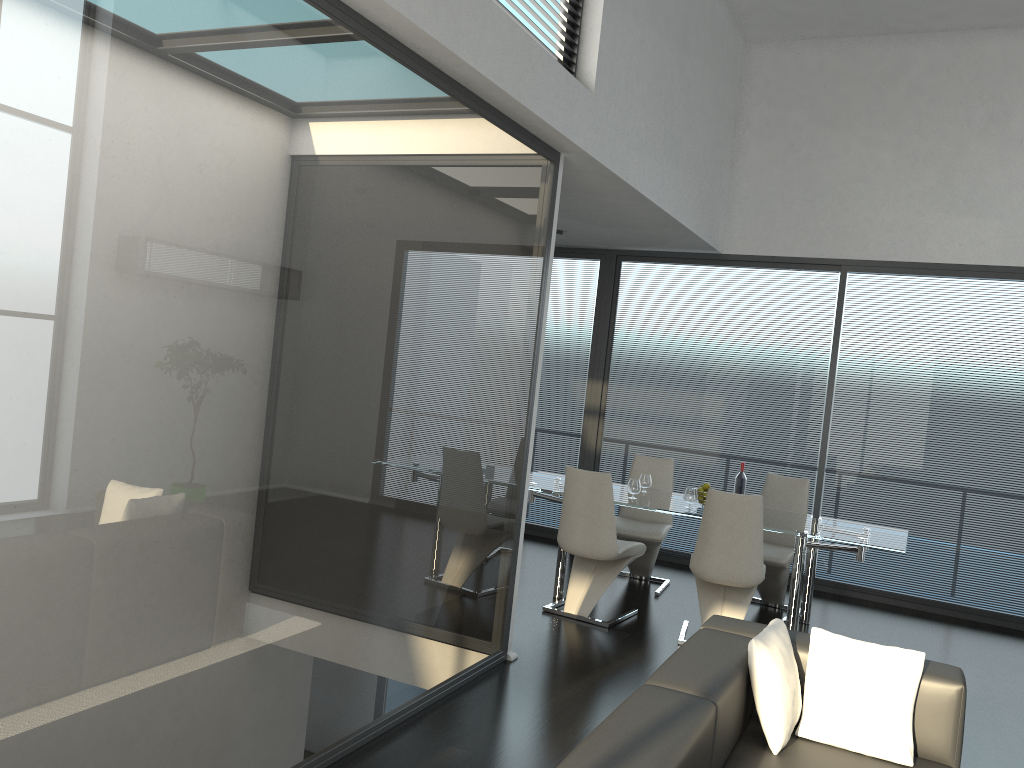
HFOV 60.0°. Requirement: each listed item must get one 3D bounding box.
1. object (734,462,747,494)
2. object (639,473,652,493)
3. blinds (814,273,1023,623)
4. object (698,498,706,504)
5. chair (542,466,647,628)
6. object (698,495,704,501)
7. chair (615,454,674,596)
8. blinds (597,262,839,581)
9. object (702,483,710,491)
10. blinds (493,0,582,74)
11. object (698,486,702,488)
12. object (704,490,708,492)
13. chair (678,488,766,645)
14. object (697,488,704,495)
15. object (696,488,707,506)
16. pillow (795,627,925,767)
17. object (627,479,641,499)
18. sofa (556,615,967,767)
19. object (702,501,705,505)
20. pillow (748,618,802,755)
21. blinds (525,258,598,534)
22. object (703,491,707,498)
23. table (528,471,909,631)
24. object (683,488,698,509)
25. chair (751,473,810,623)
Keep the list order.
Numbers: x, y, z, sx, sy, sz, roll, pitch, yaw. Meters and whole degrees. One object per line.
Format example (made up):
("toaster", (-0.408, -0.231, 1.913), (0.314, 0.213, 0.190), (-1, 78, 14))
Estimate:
("object", (1.577, 0.702, 6.125), (0.082, 0.326, 0.082), (5, 2, -44))
("object", (0.978, 0.728, 6.514), (0.098, 0.132, 0.098), (5, 2, -45))
("blinds", (3.433, 0.458, 6.805), (1.874, 2.537, 0.018), (7, 1, 25))
("object", (1.312, 0.799, 6.108), (0.061, 0.056, 0.059), (6, 1, -20))
("chair", (0.567, 1.022, 5.823), (0.471, 0.959, 0.612), (7, 2, 30))
("object", (1.288, 0.778, 6.058), (0.045, 0.042, 0.045), (7, 1, 20))
("chair", (0.981, 1.044, 6.752), (0.471, 0.959, 0.612), (7, 1, 20))
("blinds", (1.682, 0.254, 7.631), (1.874, 2.537, 0.018), (7, 1, 25))
("object", (1.333, 0.705, 6.080), (0.055, 0.056, 0.055), (7, 1, 25))
("blinds", (0.148, -2.265, 4.128), (0.048, 1.372, 1.076), (7, 1, 25))
("object", (1.311, 0.725, 6.138), (0.047, 0.045, 0.047), (7, 1, 26))
("object", (1.336, 0.741, 6.110), (0.040, 0.038, 0.040), (6, 1, -4))
("chair", (1.332, 1.111, 5.477), (0.471, 0.959, 0.612), (6, 1, 15))
("object", (1.293, 0.737, 6.076), (0.050, 0.054, 0.055), (6, 1, -6))
("object", (1.333, 0.784, 6.086), (0.206, 0.105, 0.206), (6, 1, -20))
("pillow", (1.200, 1.067, 3.055), (0.376, 0.358, 0.186), (7, 1, 26))
("object", (0.840, 0.722, 6.108), (0.098, 0.132, 0.098), (5, 2, -45))
("sofa", (0.610, 1.248, 2.166), (0.943, 0.652, 2.781), (7, 1, 25))
("object", (1.320, 0.811, 6.058), (0.038, 0.038, 0.038), (7, 1, 29))
("pillow", (0.916, 1.035, 3.079), (0.169, 0.361, 0.376), (7, 1, 27))
("blinds", (-0.141, 0.041, 8.492), (1.787, 2.537, 0.018), (7, 1, 25))
("object", (1.323, 0.754, 6.031), (0.054, 0.048, 0.055), (6, 1, 18))
("table", (1.214, 1.196, 6.136), (2.720, 0.731, 0.940), (7, 1, 25))
("object", (1.197, 0.764, 5.938), (0.098, 0.132, 0.098), (5, 2, -45))
("chair", (1.839, 1.144, 6.345), (0.471, 0.959, 0.612), (7, 2, 35))
